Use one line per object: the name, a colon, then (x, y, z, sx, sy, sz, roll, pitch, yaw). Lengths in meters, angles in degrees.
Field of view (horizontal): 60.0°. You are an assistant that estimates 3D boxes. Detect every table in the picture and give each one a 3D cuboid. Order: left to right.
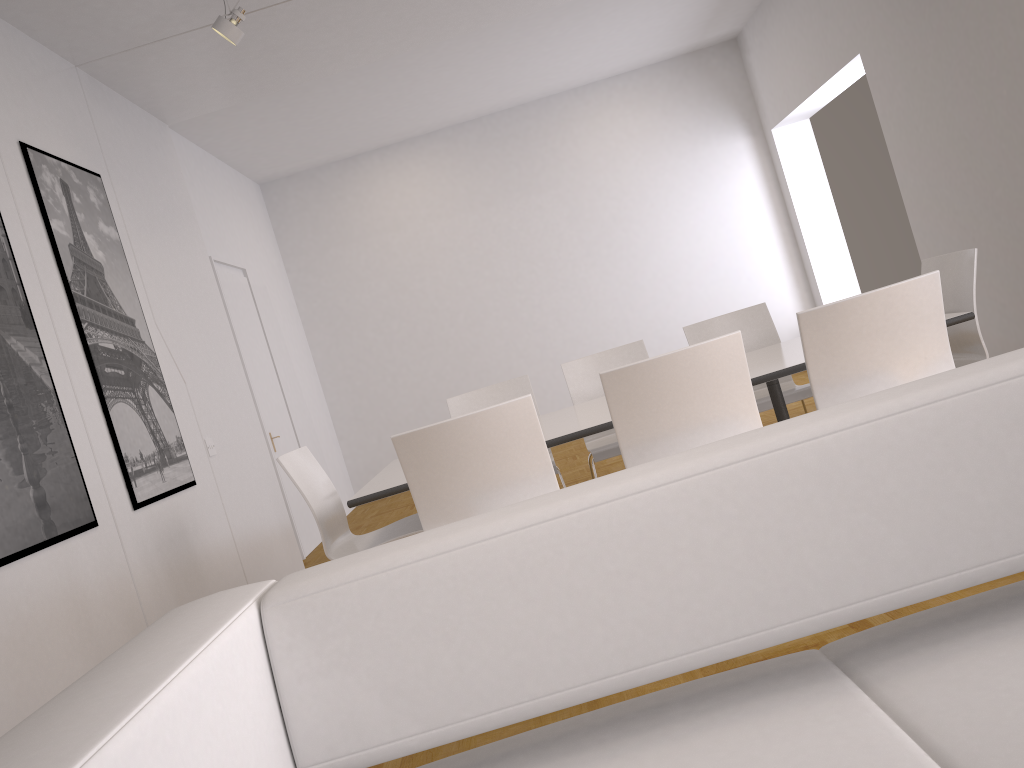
table: (0.648, 0.405, 3.873, 2.410, 0.722, 1.211, -17, 2, 1)

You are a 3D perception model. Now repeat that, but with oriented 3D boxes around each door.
door: (-1.984, 0.175, 7.284, 0.132, 2.452, 0.872, -17, 1, 1)

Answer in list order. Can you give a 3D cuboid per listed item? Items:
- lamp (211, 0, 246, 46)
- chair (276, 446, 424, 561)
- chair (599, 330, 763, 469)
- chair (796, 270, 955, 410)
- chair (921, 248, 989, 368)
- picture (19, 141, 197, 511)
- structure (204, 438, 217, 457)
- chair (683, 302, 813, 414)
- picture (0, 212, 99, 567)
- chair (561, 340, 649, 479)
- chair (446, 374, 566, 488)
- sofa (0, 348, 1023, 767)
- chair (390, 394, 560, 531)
lamp: (-1.459, -1.886, 4.480, 0.173, 0.364, 0.168, -16, 2, 43)
chair: (-0.594, 0.671, 3.868, 0.575, 0.931, 0.561, -17, 1, 1)
chair: (0.643, 0.331, 3.092, 0.561, 0.931, 0.575, -17, 1, 1)
chair: (1.275, 0.139, 3.084, 0.561, 0.931, 0.575, -17, 1, 1)
chair: (1.788, -0.045, 3.840, 0.575, 0.931, 0.561, -17, 1, 1)
picture: (-1.996, -0.282, 4.478, 0.016, 1.779, 0.787, -17, 1, 1)
structure: (-1.790, 0.374, 5.267, 0.013, 0.104, 0.114, -17, 2, 1)
chair: (1.297, 0.074, 4.641, 0.561, 0.931, 0.575, -17, 1, 1)
picture: (-2.005, -0.237, 3.336, 0.013, 1.779, 0.787, -17, 1, 1)
chair: (0.627, 0.278, 4.649, 0.561, 0.931, 0.575, -17, 1, 1)
chair: (-0.005, 0.470, 4.657, 0.561, 0.931, 0.575, -17, 1, 1)
sofa: (0.840, 0.379, 0.952, 2.622, 0.848, 0.823, -17, 1, 1)
chair: (-0.028, 0.535, 3.100, 0.561, 0.931, 0.575, -17, 1, 1)
